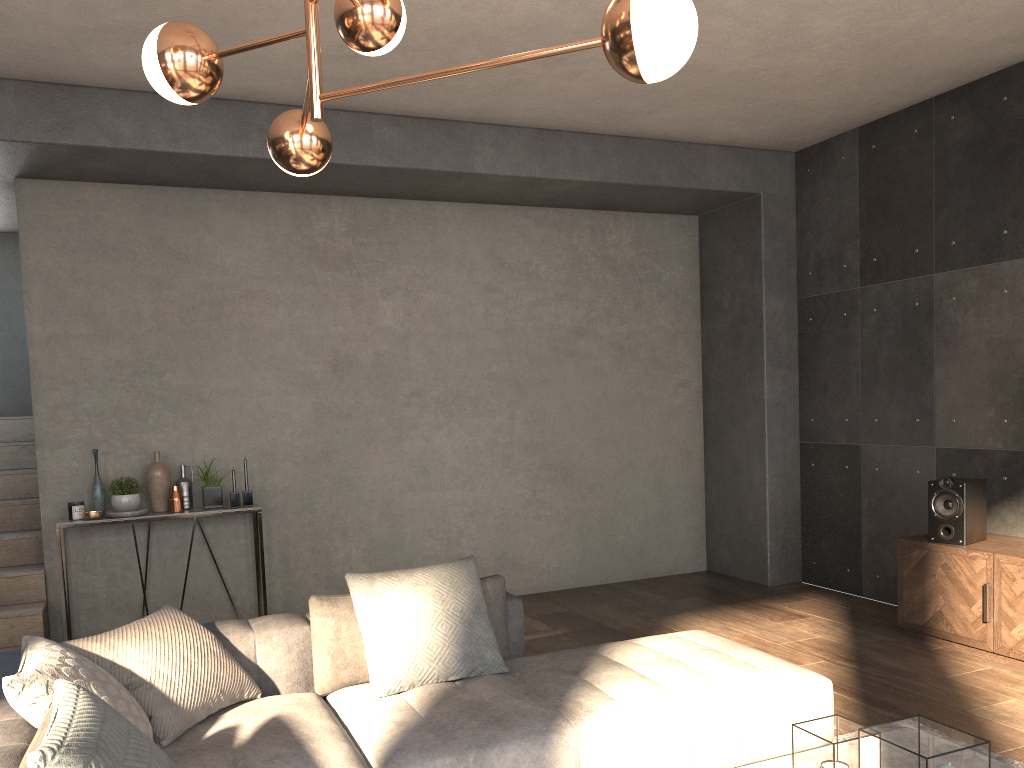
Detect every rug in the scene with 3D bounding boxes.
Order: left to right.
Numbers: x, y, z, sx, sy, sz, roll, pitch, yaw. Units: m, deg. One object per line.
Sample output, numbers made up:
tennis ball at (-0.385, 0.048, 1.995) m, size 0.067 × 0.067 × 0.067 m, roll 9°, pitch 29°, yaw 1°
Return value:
rug at (0.545, 1.412, 2.265) m, size 3.137 × 0.020 × 1.728 m, roll -2°, pitch -1°, yaw -23°

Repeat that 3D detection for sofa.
sofa at (-0.181, 1.064, 2.830) m, size 2.905 × 0.788 × 2.021 m, roll -2°, pitch -1°, yaw -24°

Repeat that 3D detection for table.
table at (-2.046, 1.168, 5.228) m, size 1.098 × 0.826 × 0.299 m, roll -3°, pitch 3°, yaw -23°
table at (1.025, 1.232, 2.199) m, size 0.928 × 0.310 × 0.929 m, roll -2°, pitch -1°, yaw -23°

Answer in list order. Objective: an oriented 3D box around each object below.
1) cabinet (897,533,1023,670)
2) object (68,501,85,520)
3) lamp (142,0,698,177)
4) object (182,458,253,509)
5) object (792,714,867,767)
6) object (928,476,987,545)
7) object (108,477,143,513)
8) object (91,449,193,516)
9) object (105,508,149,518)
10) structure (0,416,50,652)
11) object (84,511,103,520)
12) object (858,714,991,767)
cabinet at (2.844, 1.084, 3.916) m, size 0.539 × 0.553 × 2.406 m, roll -3°, pitch -1°, yaw -23°
object at (-2.472, 0.720, 5.013) m, size 0.084 × 0.099 × 0.083 m, roll -1°, pitch 2°, yaw 25°
lamp at (-0.464, -1.094, 1.887) m, size 1.464 × 1.044 × 1.011 m, roll -2°, pitch 2°, yaw 43°
object at (-1.781, 0.577, 5.307) m, size 0.401 × 0.339 × 0.314 m, roll -2°, pitch 2°, yaw 18°
object at (0.817, 0.975, 2.227) m, size 0.149 × 0.222 × 0.148 m, roll -3°, pitch 3°, yaw -23°
object at (2.378, 0.663, 4.721) m, size 0.248 × 0.356 × 0.198 m, roll -4°, pitch 3°, yaw -38°
object at (-2.227, 0.646, 5.101) m, size 0.194 × 0.229 × 0.187 m, roll -4°, pitch 3°, yaw -44°
object at (-2.150, 0.563, 5.163) m, size 0.560 × 0.393 × 0.224 m, roll -3°, pitch 3°, yaw -28°
object at (-2.226, 0.745, 5.109) m, size 0.228 × 0.031 × 0.229 m, roll -2°, pitch -1°, yaw -17°
structure at (-3.628, 0.930, 5.322) m, size 1.504 × 1.430 × 2.257 m, roll -3°, pitch 1°, yaw -23°
object at (-2.361, 0.743, 4.984) m, size 0.099 × 0.041 × 0.099 m, roll -2°, pitch 0°, yaw -25°
object at (0.960, 0.946, 2.062) m, size 0.196 × 0.262 × 0.199 m, roll -3°, pitch 2°, yaw -23°
